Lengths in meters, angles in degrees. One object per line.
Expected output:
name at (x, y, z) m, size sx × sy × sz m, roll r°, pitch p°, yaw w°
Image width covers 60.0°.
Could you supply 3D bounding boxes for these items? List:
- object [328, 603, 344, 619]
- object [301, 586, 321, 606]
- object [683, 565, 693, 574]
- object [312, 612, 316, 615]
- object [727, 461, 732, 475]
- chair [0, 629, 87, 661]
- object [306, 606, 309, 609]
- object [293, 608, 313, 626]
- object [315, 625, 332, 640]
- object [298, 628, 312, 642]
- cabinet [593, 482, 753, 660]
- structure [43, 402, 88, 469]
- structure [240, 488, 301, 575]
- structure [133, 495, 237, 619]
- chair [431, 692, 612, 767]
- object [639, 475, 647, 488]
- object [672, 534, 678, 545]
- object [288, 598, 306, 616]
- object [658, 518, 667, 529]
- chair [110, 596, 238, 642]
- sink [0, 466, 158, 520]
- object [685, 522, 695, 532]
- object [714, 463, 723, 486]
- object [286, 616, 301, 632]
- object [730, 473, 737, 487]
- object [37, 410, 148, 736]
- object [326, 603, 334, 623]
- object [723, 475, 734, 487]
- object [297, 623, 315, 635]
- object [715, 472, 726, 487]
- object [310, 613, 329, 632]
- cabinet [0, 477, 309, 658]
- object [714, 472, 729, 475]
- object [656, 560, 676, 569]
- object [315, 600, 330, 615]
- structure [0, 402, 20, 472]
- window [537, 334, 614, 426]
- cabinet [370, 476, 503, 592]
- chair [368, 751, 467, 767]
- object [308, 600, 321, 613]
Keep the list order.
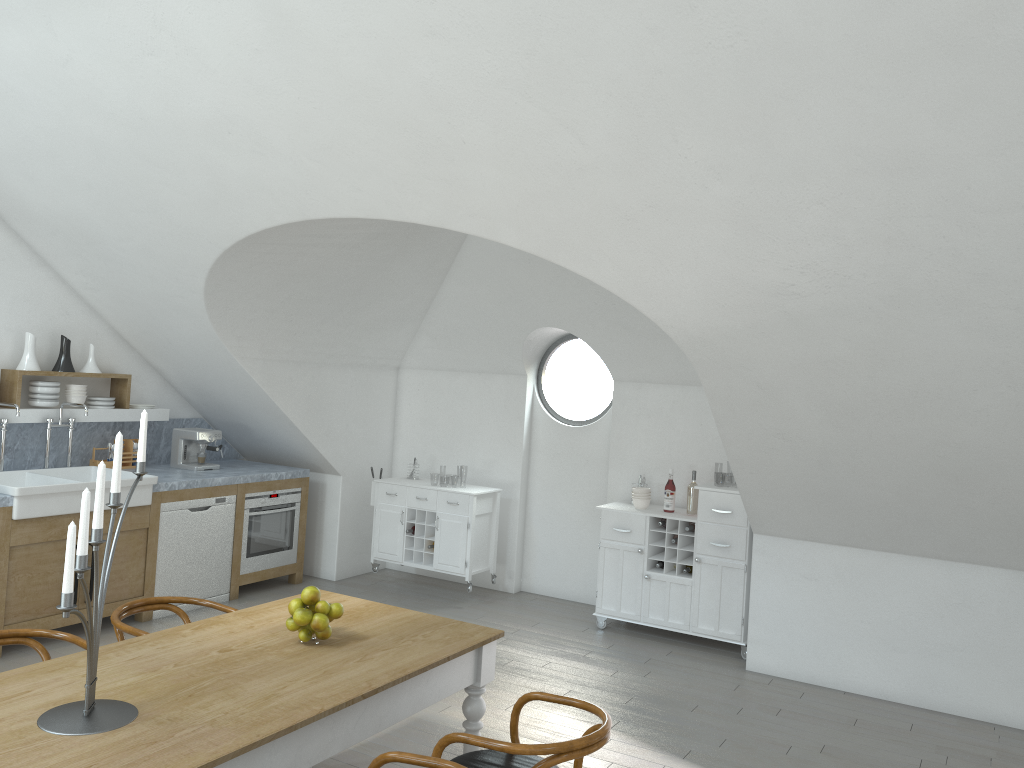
object at (-0.674, 0.867, 3.386) m, size 0.063 × 0.063 × 0.062 m, roll 4°, pitch 0°, yaw -8°
object at (-0.765, 0.805, 3.373) m, size 0.072 × 0.074 × 0.072 m, roll 3°, pitch -1°, yaw 29°
object at (1.327, 1.353, 6.538) m, size 0.081 × 0.081 × 0.358 m, roll 3°, pitch 0°, yaw 27°
object at (-0.765, 0.885, 3.452) m, size 0.051 × 0.053 × 0.053 m, roll 3°, pitch 0°, yaw 21°
object at (1.618, 0.663, 6.575) m, size 0.054 × 0.179 × 0.054 m, roll 3°, pitch -1°, yaw 24°
chair at (-1.838, 1.354, 3.294) m, size 0.622 × 0.735 × 0.527 m, roll 3°, pitch -1°, yaw 33°
object at (-0.816, 0.878, 3.426) m, size 0.062 × 0.059 × 0.062 m, roll 3°, pitch 0°, yaw 34°
object at (-0.780, 0.869, 3.306) m, size 0.071 × 0.064 × 0.072 m, roll 3°, pitch 0°, yaw 23°
object at (-0.718, 0.942, 3.374) m, size 0.063 × 0.063 × 0.064 m, roll 3°, pitch -1°, yaw 41°
object at (-0.779, 0.946, 3.337) m, size 0.050 × 0.050 × 0.051 m, roll 3°, pitch 0°, yaw 33°
cabinet at (1.263, 1.305, 6.644) m, size 1.243 × 1.154 × 0.609 m, roll 3°, pitch -1°, yaw 29°
structure at (-3.105, 0.397, 6.274) m, size 0.333 × 0.530 × 0.214 m, roll 3°, pitch -1°, yaw 10°
structure at (-2.201, 1.164, 7.334) m, size 0.631 × 0.637 × 0.631 m, roll 3°, pitch 0°, yaw 29°
structure at (-2.580, 1.241, 6.676) m, size 0.599 × 0.823 × 0.723 m, roll 3°, pitch -1°, yaw 29°
chair at (0.014, 1.470, 3.021) m, size 0.622 × 0.735 × 0.527 m, roll 3°, pitch -1°, yaw 32°
object at (1.012, 0.827, 7.014) m, size 0.115 × 0.209 × 0.065 m, roll 3°, pitch -1°, yaw 32°
object at (1.255, 1.150, 6.602) m, size 0.085 × 0.085 × 0.330 m, roll 3°, pitch 0°, yaw 29°
object at (-0.817, 0.849, 3.368) m, size 0.066 × 0.071 × 0.072 m, roll 4°, pitch 0°, yaw -1°
object at (1.171, 1.034, 6.648) m, size 0.093 × 0.094 × 0.359 m, roll 3°, pitch 0°, yaw 30°
chair at (-1.476, 1.371, 3.919) m, size 0.622 × 0.735 × 0.527 m, roll 3°, pitch -1°, yaw 26°
sink at (-3.016, 0.708, 5.885) m, size 0.728 × 0.202 × 1.020 m, roll 4°, pitch 0°, yaw 29°
object at (1.347, 1.050, 6.539) m, size 0.088 × 0.085 × 0.359 m, roll 3°, pitch 0°, yaw 29°
object at (1.508, 0.662, 6.479) m, size 0.048 × 0.169 × 0.048 m, roll 4°, pitch -1°, yaw -28°
object at (-0.823, 0.904, 3.343) m, size 0.060 × 0.056 × 0.059 m, roll 3°, pitch 0°, yaw 24°
object at (1.630, 0.705, 6.506) m, size 0.071 × 0.099 × 0.071 m, roll 3°, pitch -1°, yaw 38°
object at (-1.192, 0.528, 2.642) m, size 0.265 × 0.875 × 0.774 m, roll 3°, pitch -1°, yaw 3°
object at (-0.716, 0.887, 3.426) m, size 0.076 × 0.076 × 0.077 m, roll 4°, pitch 0°, yaw -4°
object at (1.566, 0.708, 6.452) m, size 0.077 × 0.085 × 0.077 m, roll 3°, pitch -1°, yaw 37°
object at (-0.785, 0.930, 3.405) m, size 0.080 × 0.074 × 0.078 m, roll 4°, pitch 0°, yaw -16°
object at (1.501, 0.694, 6.396) m, size 0.081 × 0.105 × 0.082 m, roll 4°, pitch -1°, yaw -22°
object at (-0.721, 0.893, 3.318) m, size 0.071 × 0.072 × 0.070 m, roll 4°, pitch 0°, yaw -6°
cabinet at (-3.727, 1.199, 4.965) m, size 1.004 × 1.022 × 6.421 m, roll 3°, pitch 0°, yaw 29°
object at (1.546, 0.702, 6.542) m, size 0.094 × 0.093 × 0.093 m, roll 4°, pitch 0°, yaw -28°
object at (1.179, 1.340, 6.630) m, size 0.156 × 0.085 × 0.331 m, roll 4°, pitch 0°, yaw 30°
object at (-0.718, 0.848, 3.352) m, size 0.058 × 0.057 × 0.053 m, roll 3°, pitch -1°, yaw 44°
structure at (-3.344, 0.386, 5.849) m, size 0.333 × 0.530 × 0.214 m, roll 3°, pitch -1°, yaw 10°
window at (0.585, -0.039, 7.642) m, size 0.900 × 0.900 × 0.060 m, roll 3°, pitch -1°, yaw 29°
cabinet at (-0.685, 1.245, 7.523) m, size 1.135 × 0.790 × 0.496 m, roll 3°, pitch -1°, yaw 29°
chair at (-0.400, 1.449, 2.425) m, size 0.622 × 0.735 × 0.527 m, roll 3°, pitch -1°, yaw 25°
object at (-0.756, 0.853, 3.409) m, size 0.053 × 0.051 × 0.052 m, roll 4°, pitch 0°, yaw 0°
